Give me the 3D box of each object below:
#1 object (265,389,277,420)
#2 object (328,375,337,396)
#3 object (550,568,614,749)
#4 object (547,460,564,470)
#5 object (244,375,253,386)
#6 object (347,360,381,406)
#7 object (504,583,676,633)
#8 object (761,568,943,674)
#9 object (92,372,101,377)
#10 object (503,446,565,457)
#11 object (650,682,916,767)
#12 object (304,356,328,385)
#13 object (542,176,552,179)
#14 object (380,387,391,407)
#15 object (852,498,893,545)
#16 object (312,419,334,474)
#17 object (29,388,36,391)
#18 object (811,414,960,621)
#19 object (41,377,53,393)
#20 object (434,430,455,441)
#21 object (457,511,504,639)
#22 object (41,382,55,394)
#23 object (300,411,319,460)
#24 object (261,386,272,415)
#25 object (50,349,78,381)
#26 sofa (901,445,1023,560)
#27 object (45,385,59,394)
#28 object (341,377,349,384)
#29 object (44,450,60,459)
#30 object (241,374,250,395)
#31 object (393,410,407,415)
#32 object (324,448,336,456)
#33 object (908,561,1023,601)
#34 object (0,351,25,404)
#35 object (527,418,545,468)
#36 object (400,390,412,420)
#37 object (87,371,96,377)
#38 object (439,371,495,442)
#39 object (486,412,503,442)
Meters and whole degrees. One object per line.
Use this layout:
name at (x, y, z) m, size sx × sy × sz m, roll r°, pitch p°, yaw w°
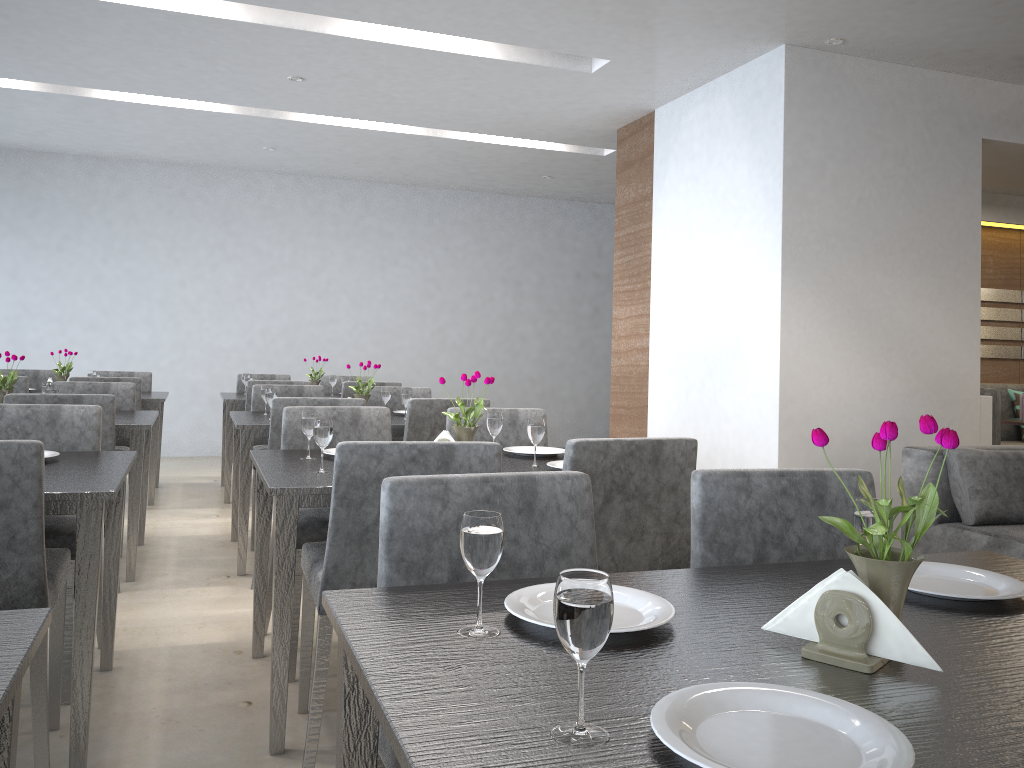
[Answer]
object at (-1.076, 0.091, 3.947) m, size 0.053 × 0.139 × 0.053 m, roll 1°, pitch -2°, yaw 28°
object at (-1.240, 0.010, 6.111) m, size 0.053 × 0.139 × 0.053 m, roll 1°, pitch -2°, yaw 28°
object at (0.061, 0.237, 0.773) m, size 0.053 × 0.139 × 0.053 m, roll 1°, pitch -2°, yaw 28°
object at (0.208, 0.241, 2.550) m, size 0.217 × 0.015 × 0.217 m, roll 1°, pitch 2°, yaw -20°
object at (-1.684, 0.013, 5.642) m, size 0.053 × 0.139 × 0.053 m, roll 1°, pitch -2°, yaw 28°
object at (-0.709, 0.024, 4.226) m, size 0.154 × 0.277 × 0.104 m, roll 2°, pitch -2°, yaw -22°
object at (0.098, 0.287, 1.124) m, size 0.217 × 0.015 × 0.217 m, roll 1°, pitch 2°, yaw -20°
object at (0.377, 0.258, 0.994) m, size 0.203 × 0.100 × 0.070 m, roll 3°, pitch 0°, yaw 40°
object at (-2.537, -0.004, 5.393) m, size 0.053 × 0.139 × 0.053 m, roll 1°, pitch -2°, yaw 28°
object at (0.078, 0.224, 2.913) m, size 0.217 × 0.015 × 0.216 m, roll 3°, pitch 2°, yaw 26°
object at (0.228, 0.304, 0.761) m, size 0.217 × 0.015 × 0.217 m, roll 1°, pitch 2°, yaw -20°
object at (-1.310, -0.053, 5.901) m, size 0.154 × 0.277 × 0.104 m, roll 2°, pitch -2°, yaw -22°
object at (0.301, -1.794, 7.678) m, size 0.089 × 0.007 × 0.089 m, roll 3°, pitch 2°, yaw 25°
object at (-0.632, 0.088, 4.415) m, size 0.053 × 0.139 × 0.053 m, roll 1°, pitch -2°, yaw 28°
object at (0.506, 0.234, 1.242) m, size 0.053 × 0.139 × 0.053 m, roll 1°, pitch -2°, yaw 28°
object at (-0.502, 0.165, 2.345) m, size 0.053 × 0.139 × 0.053 m, roll 1°, pitch -2°, yaw 22°
object at (-3.079, 0.038, 5.491) m, size 0.217 × 0.015 × 0.216 m, roll 3°, pitch 2°, yaw 33°
object at (0.439, 0.171, 1.024) m, size 0.154 × 0.277 × 0.104 m, roll 2°, pitch -2°, yaw -22°
object at (-2.800, 0.009, 5.361) m, size 0.203 × 0.100 × 0.070 m, roll 3°, pitch 0°, yaw 40°
object at (-0.194, 0.185, 2.587) m, size 0.203 × 0.100 × 0.070 m, roll 3°, pitch 0°, yaw 40°
object at (-0.037, 0.224, 1.048) m, size 0.053 × 0.139 × 0.053 m, roll 1°, pitch -2°, yaw 28°
object at (-2.063, 0.062, 3.929) m, size 0.053 × 0.139 × 0.053 m, roll 1°, pitch -2°, yaw 28°
object at (-0.600, 0.152, 2.619) m, size 0.053 × 0.139 × 0.053 m, roll 1°, pitch -2°, yaw 28°
object at (-1.175, 0.079, 4.221) m, size 0.053 × 0.139 × 0.053 m, roll 1°, pitch -2°, yaw 28°
object at (-2.739, -0.078, 5.391) m, size 0.154 × 0.277 × 0.104 m, roll 2°, pitch -2°, yaw -22°
sofa at (2.657, 0.660, 2.121) m, size 0.835 × 0.629 × 3.799 m, roll 2°, pitch 2°, yaw -20°
object at (-1.937, 0.073, 3.719) m, size 0.053 × 0.139 × 0.053 m, roll 1°, pitch -2°, yaw 28°
object at (-1.113, 0.022, 5.901) m, size 0.053 × 0.139 × 0.053 m, roll 1°, pitch -2°, yaw 28°
object at (-1.351, 0.199, 2.403) m, size 0.217 × 0.015 × 0.217 m, roll 1°, pitch 2°, yaw -20°
object at (-1.783, 0.001, 5.917) m, size 0.053 × 0.139 × 0.053 m, roll 1°, pitch -2°, yaw 28°
object at (-0.499, 0.150, 4.522) m, size 0.216 × 0.015 × 0.217 m, roll 0°, pitch 3°, yaw -39°
object at (-0.473, 0.214, 2.717) m, size 0.217 × 0.015 × 0.216 m, roll 3°, pitch 2°, yaw 26°
object at (0.649, 0.297, 1.321) m, size 0.217 × 0.015 × 0.217 m, roll 1°, pitch 2°, yaw -20°
object at (-2.138, -0.002, 3.716) m, size 0.154 × 0.277 × 0.104 m, roll 2°, pitch -2°, yaw -22°
object at (0.069, 0.173, 2.603) m, size 0.053 × 0.139 × 0.053 m, roll 1°, pitch -2°, yaw 28°
object at (-0.505, 0.099, 4.205) m, size 0.053 × 0.139 × 0.053 m, roll 1°, pitch -2°, yaw 28°
object at (-2.664, -0.015, 5.602) m, size 0.053 × 0.139 × 0.053 m, roll 1°, pitch -2°, yaw 28°
object at (-0.133, 0.097, 2.617) m, size 0.154 × 0.277 × 0.104 m, roll 2°, pitch -2°, yaw -22°
object at (-0.057, 0.162, 2.813) m, size 0.053 × 0.139 × 0.053 m, roll 1°, pitch -2°, yaw 28°
